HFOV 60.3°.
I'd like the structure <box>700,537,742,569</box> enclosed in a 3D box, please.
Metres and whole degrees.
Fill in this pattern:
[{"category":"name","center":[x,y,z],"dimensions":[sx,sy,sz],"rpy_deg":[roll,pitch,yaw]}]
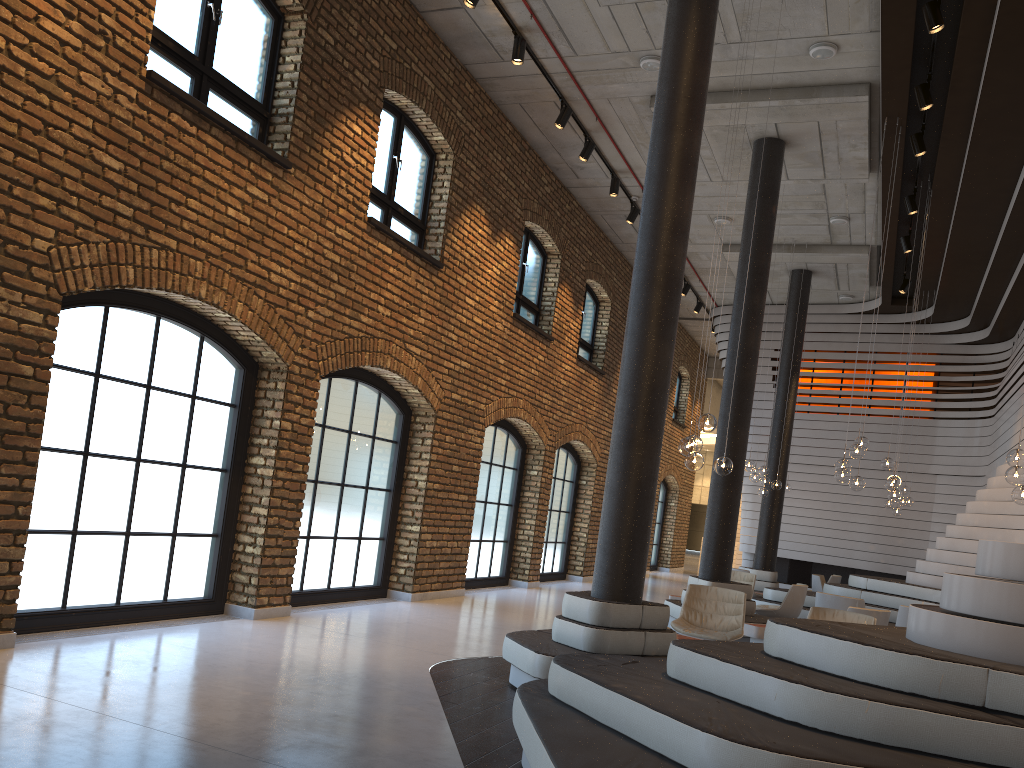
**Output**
[{"category":"structure","center":[9.227,6.610,33.764],"dimensions":[2.550,0.892,7.554],"rpy_deg":[7,-7,1]}]

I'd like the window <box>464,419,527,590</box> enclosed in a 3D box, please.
[{"category":"window","center":[-0.385,1.728,12.870],"dimensions":[0.130,2.524,2.370],"rpy_deg":[7,-4,23]}]

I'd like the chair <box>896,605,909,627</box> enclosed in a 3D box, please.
[{"category":"chair","center":[4.542,2.847,9.712],"dimensions":[0.657,0.763,0.715],"rpy_deg":[5,-5,30]}]

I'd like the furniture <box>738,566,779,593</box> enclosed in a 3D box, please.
[{"category":"furniture","center":[4.139,3.603,15.607],"dimensions":[1.274,0.718,1.785],"rpy_deg":[6,-7,19]}]

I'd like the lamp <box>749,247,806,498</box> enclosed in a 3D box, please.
[{"category":"lamp","center":[4.384,-0.439,14.320],"dimensions":[0.545,4.611,0.276],"rpy_deg":[8,-1,-15]}]

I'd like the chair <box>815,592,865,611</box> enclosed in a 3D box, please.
[{"category":"chair","center":[3.795,2.802,10.121],"dimensions":[0.657,0.763,0.714],"rpy_deg":[4,-6,43]}]

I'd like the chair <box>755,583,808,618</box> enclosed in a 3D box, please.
[{"category":"chair","center":[3.378,2.904,11.298],"dimensions":[0.710,0.763,0.660],"rpy_deg":[5,-4,26]}]

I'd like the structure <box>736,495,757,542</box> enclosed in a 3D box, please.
[{"category":"structure","center":[10.027,6.017,35.975],"dimensions":[4.532,2.852,5.857],"rpy_deg":[5,-7,23]}]

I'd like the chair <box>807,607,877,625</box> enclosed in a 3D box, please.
[{"category":"chair","center":[2.659,2.284,7.367],"dimensions":[0.657,0.763,0.714],"rpy_deg":[4,-5,39]}]

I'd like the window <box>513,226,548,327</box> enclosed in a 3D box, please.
[{"category":"window","center":[0.143,-1.552,12.908],"dimensions":[0.125,1.445,1.581],"rpy_deg":[7,-5,23]}]

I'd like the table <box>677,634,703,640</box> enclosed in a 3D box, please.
[{"category":"table","center":[1.411,2.338,7.521],"dimensions":[0.906,0.369,0.416],"rpy_deg":[4,-6,25]}]

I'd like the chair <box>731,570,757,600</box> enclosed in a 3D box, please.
[{"category":"chair","center":[3.021,2.989,12.295],"dimensions":[0.657,0.763,0.714],"rpy_deg":[4,-5,41]}]

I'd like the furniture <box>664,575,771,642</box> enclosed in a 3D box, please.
[{"category":"furniture","center":[2.642,2.719,10.468],"dimensions":[1.275,0.718,1.785],"rpy_deg":[8,-7,-6]}]

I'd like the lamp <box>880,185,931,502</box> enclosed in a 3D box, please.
[{"category":"lamp","center":[5.070,-0.819,11.210],"dimensions":[0.293,4.657,0.546],"rpy_deg":[7,-1,18]}]

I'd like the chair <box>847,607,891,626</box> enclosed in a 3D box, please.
[{"category":"chair","center":[3.277,2.534,8.627],"dimensions":[0.658,0.763,0.713],"rpy_deg":[10,-5,-27]}]

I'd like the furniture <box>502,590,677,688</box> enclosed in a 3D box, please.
[{"category":"furniture","center":[0.643,1.954,6.722],"dimensions":[1.777,0.719,1.280],"rpy_deg":[12,-7,-31]}]

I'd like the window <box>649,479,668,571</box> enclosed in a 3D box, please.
[{"category":"window","center":[3.538,3.723,23.929],"dimensions":[2.086,2.519,4.631],"rpy_deg":[8,-6,-13]}]

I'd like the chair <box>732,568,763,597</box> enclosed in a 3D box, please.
[{"category":"chair","center":[3.578,3.248,13.677],"dimensions":[0.712,0.763,0.659],"rpy_deg":[10,-5,-30]}]

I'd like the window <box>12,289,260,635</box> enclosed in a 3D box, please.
[{"category":"window","center":[-2.867,0.583,6.758],"dimensions":[0.130,2.524,2.370],"rpy_deg":[7,-4,23]}]

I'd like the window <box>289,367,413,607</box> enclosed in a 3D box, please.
[{"category":"window","center":[-1.803,1.074,9.377],"dimensions":[0.130,2.524,2.370],"rpy_deg":[7,-4,23]}]

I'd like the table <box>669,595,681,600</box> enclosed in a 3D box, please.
[{"category":"table","center":[2.521,3.034,11.635],"dimensions":[0.905,0.369,0.416],"rpy_deg":[6,-5,16]}]

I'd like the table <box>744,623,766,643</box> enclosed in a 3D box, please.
[{"category":"table","center":[2.897,2.781,9.364],"dimensions":[0.908,0.369,0.415],"rpy_deg":[11,-6,-29]}]

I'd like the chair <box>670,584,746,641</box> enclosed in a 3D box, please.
[{"category":"chair","center":[1.829,2.285,8.203],"dimensions":[0.656,0.763,0.715],"rpy_deg":[6,-5,24]}]

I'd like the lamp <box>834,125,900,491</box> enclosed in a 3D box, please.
[{"category":"lamp","center":[3.974,-1.183,9.637],"dimensions":[0.309,4.723,0.664],"rpy_deg":[7,-2,31]}]

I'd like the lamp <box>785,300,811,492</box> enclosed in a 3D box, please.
[{"category":"lamp","center":[5.369,-0.006,17.018],"dimensions":[0.545,4.611,0.276],"rpy_deg":[8,-1,-18]}]

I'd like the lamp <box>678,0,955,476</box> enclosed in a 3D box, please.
[{"category":"lamp","center":[1.229,-2.345,2.264],"dimensions":[9.033,4.591,42.222],"rpy_deg":[5,-8,23]}]

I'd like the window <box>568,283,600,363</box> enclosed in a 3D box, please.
[{"category":"window","center":[1.207,-1.061,15.528],"dimensions":[0.125,1.445,1.581],"rpy_deg":[7,-5,23]}]

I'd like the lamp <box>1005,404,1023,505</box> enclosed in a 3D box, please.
[{"category":"lamp","center":[4.646,-1.288,7.550],"dimensions":[0.532,4.696,0.334],"rpy_deg":[8,-1,-15]}]

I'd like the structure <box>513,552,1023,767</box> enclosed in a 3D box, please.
[{"category":"structure","center":[5.106,2.971,10.690],"dimensions":[5.771,0.923,18.348],"rpy_deg":[5,-8,19]}]

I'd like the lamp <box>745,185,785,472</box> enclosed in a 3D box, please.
[{"category":"lamp","center":[3.283,-0.951,11.996],"dimensions":[0.544,4.657,0.294],"rpy_deg":[7,-1,8]}]

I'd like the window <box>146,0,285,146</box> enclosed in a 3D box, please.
[{"category":"window","center":[-2.339,-2.696,6.797],"dimensions":[0.125,1.445,1.581],"rpy_deg":[7,-5,23]}]

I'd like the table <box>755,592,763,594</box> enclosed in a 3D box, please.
[{"category":"table","center":[3.904,3.581,14.360],"dimensions":[0.906,0.369,0.416],"rpy_deg":[4,-6,31]}]

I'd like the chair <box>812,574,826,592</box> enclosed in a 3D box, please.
[{"category":"chair","center":[5.486,3.698,15.159],"dimensions":[0.710,0.763,0.660],"rpy_deg":[5,-5,27]}]

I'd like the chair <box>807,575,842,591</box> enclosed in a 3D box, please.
[{"category":"chair","center":[5.672,3.875,16.295],"dimensions":[0.710,0.763,0.660],"rpy_deg":[6,-4,25]}]

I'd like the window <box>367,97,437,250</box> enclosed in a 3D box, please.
[{"category":"window","center":[-1.275,-2.206,9.416],"dimensions":[0.125,1.445,1.581],"rpy_deg":[7,-5,23]}]

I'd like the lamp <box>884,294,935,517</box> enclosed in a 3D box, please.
[{"category":"lamp","center":[7.078,0.023,15.521],"dimensions":[0.294,4.657,0.545],"rpy_deg":[9,-2,-42]}]

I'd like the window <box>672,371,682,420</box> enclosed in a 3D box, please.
[{"category":"window","center":[4.090,0.267,22.626],"dimensions":[0.125,1.445,1.581],"rpy_deg":[7,-5,23]}]

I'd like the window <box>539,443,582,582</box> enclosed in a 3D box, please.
[{"category":"window","center":[0.370,2.896,20.877],"dimensions":[2.186,2.514,12.953],"rpy_deg":[8,-7,-7]}]
